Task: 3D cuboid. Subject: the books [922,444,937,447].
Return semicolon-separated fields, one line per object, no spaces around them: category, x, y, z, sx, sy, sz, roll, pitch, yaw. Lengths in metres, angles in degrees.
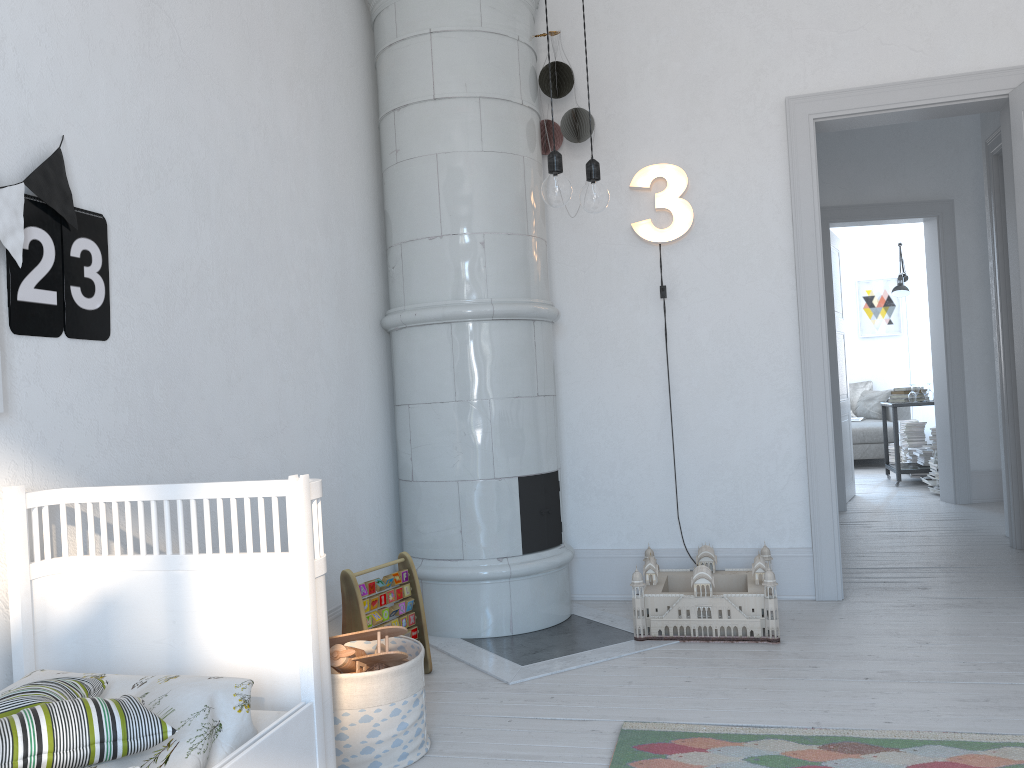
books;3.498;0.494;7.186;0.288;0.016;0.182;-3;-1;-26

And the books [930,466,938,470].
books;3.504;0.674;7.178;0.174;0.021;0.273;-4;-1;14

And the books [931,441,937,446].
books;3.488;0.478;7.173;0.167;0.017;0.263;-4;-1;24

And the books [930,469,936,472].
books;3.502;0.703;7.185;0.159;0.012;0.285;-4;-1;14

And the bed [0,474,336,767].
bed;-0.817;0.602;1.142;0.670;0.832;1.404;-3;-1;14

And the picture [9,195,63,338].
picture;-1.029;-0.253;1.916;0.010;0.301;0.152;-3;0;14

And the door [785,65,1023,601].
door;1.670;-0.180;3.425;1.022;2.177;1.040;-3;0;14

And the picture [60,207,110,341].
picture;-0.991;-0.255;2.065;0.013;0.305;0.153;-3;0;14

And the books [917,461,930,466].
books;3.638;0.693;7.707;0.168;0.032;0.263;-4;-1;14

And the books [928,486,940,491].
books;3.364;0.797;6.776;0.251;0.012;0.312;-3;-1;5

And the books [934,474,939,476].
books;3.382;0.701;6.787;0.182;0.016;0.288;-3;-1;4

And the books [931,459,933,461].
books;3.506;0.618;7.183;0.159;0.012;0.285;-4;-1;14

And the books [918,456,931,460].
books;3.656;0.638;7.718;0.180;0.042;0.296;-4;-1;14

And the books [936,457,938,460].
books;3.389;0.576;6.782;0.176;0.025;0.331;-3;-1;4

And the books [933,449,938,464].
books;3.392;0.565;6.976;0.129;0.139;0.157;-3;-1;14

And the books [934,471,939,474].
books;3.380;0.685;6.777;0.182;0.016;0.288;-3;-1;4

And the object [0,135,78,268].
object;-1.103;-0.384;1.605;0.058;0.415;0.904;-3;-1;14

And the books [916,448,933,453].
books;3.618;0.579;7.672;0.182;0.031;0.288;-4;-1;14

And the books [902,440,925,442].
books;3.800;0.543;8.398;0.161;0.035;0.254;-4;-1;14

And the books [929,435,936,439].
books;3.496;0.421;7.165;0.174;0.021;0.273;-4;-1;39

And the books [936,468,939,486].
books;3.396;0.742;6.959;0.123;0.169;0.049;-3;0;10

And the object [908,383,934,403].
object;3.513;0.077;7.655;0.210;0.154;0.165;-3;-1;4

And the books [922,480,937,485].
books;3.481;0.793;7.183;0.232;0.014;0.314;-4;-1;14

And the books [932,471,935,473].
books;3.506;0.714;7.173;0.161;0.012;0.254;-4;-1;14

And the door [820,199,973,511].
door;2.706;-0.194;6.731;1.005;2.177;0.856;-3;0;0

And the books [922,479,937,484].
books;3.478;0.778;7.178;0.232;0.014;0.308;-4;-1;12

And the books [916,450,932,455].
books;3.633;0.595;7.688;0.182;0.031;0.288;-4;-1;14

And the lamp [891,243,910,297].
lamp;4.566;-1.345;10.457;0.200;0.670;0.687;-4;-1;23

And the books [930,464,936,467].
books;3.495;0.657;7.170;0.161;0.013;0.254;-3;-1;9

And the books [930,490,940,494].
books;3.375;0.824;6.778;0.232;0.014;0.314;-3;-1;4

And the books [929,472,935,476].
books;3.497;0.730;7.168;0.167;0.017;0.263;-3;-1;9

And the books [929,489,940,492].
books;3.373;0.810;6.773;0.232;0.014;0.308;-3;-1;2

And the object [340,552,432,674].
object;-0.443;0.811;3.013;0.163;0.424;0.335;-4;-1;29

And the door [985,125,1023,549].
door;2.600;-0.223;4.234;0.261;2.177;0.981;-3;0;14

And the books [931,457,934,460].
books;3.498;0.606;7.169;0.161;0.012;0.254;-4;-1;14

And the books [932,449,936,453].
books;3.506;0.532;7.170;0.180;0.028;0.296;-4;-1;29

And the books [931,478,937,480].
books;3.491;0.763;7.190;0.182;0.016;0.288;-4;-1;19

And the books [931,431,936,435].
books;3.497;0.386;7.171;0.176;0.025;0.330;-4;-1;29

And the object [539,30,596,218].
object;0.200;-1.133;3.937;0.196;0.826;0.386;-3;0;-32

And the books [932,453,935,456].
books;3.504;0.557;7.169;0.174;0.021;0.273;-4;-1;29

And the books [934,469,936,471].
books;3.504;0.690;7.162;0.161;0.013;0.256;-4;-1;19

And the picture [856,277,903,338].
picture;4.473;-0.935;10.804;0.493;0.703;0.030;-3;0;14

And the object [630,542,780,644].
object;0.772;0.811;3.529;0.539;0.298;0.539;-4;-1;14

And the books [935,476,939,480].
books;3.385;0.724;6.800;0.180;0.028;0.296;-3;-1;4

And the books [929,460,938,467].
books;3.497;0.639;7.183;0.176;0.025;0.330;-4;-1;14

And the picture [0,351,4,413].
picture;-1.136;-0.187;1.446;0.030;0.492;0.703;-3;-1;14

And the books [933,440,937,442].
books;3.504;0.450;7.170;0.159;0.012;0.285;-4;-1;29

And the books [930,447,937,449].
books;3.510;0.509;7.185;0.182;0.016;0.288;-4;-1;34

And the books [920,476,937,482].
books;3.469;0.766;7.183;0.251;0.012;0.312;-4;-1;15

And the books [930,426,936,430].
books;3.482;0.354;7.166;0.161;0.012;0.254;-4;-1;34

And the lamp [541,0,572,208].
lamp;0.187;-1.199;1.468;0.074;1.530;1.381;-3;-1;-11

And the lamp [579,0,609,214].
lamp;0.285;-1.204;1.566;0.074;1.530;1.381;-3;-1;-11

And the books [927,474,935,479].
books;3.487;0.748;7.180;0.182;0.016;0.288;-4;-1;14

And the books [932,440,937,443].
books;3.493;0.462;7.165;0.161;0.012;0.254;-4;-1;19

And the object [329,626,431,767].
object;-0.424;0.835;2.453;0.378;0.367;0.379;-3;-1;-16

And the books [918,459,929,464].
books;3.655;0.676;7.715;0.182;0.031;0.288;-4;-1;14
